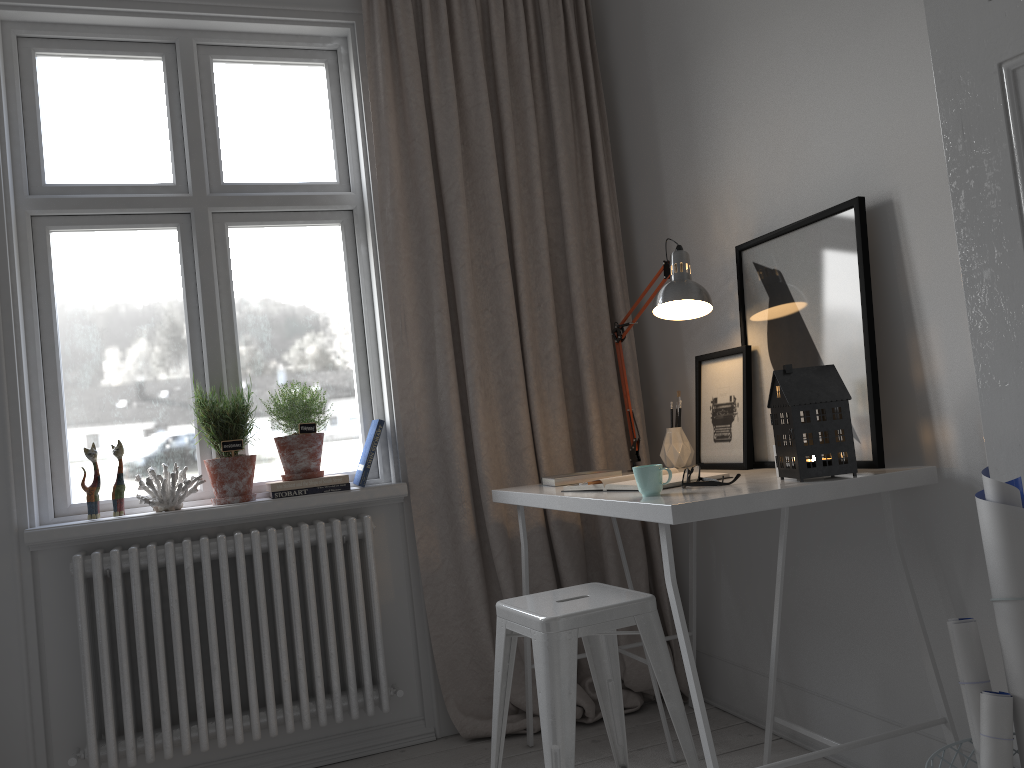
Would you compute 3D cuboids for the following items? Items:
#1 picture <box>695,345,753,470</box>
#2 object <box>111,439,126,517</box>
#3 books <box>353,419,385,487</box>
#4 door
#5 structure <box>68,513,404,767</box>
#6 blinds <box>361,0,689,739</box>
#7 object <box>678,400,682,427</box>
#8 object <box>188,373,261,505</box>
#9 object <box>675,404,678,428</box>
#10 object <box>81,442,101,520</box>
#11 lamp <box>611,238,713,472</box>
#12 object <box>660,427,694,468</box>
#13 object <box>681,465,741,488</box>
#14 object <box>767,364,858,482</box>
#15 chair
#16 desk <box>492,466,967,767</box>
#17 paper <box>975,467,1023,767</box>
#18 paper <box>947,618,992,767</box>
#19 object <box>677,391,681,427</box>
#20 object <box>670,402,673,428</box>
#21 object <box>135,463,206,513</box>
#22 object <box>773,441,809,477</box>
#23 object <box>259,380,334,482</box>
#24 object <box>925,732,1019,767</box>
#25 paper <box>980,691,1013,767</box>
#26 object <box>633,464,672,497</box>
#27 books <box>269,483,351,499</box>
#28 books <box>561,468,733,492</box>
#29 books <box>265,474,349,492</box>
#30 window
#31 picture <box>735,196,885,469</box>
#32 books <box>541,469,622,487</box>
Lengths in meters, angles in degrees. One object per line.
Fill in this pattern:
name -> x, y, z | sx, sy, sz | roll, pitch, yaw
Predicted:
picture -> 0.593, 0.073, 2.500 | 0.062, 0.333, 0.261 | -5, -3, -20
object -> -1.152, 0.275, 2.605 | 0.045, 0.224, 0.052 | -7, -3, 21
books -> -0.462, 0.221, 2.856 | 0.101, 0.211, 0.175 | -5, -3, -16
door -> 0.990, -0.278, 1.356 | 0.034, 2.327, 0.677 | -4, -4, -29
structure -> -0.823, 0.743, 2.658 | 0.935, 0.600, 0.215 | -5, -3, -20
blinds -> 0.026, -0.246, 2.906 | 0.831, 2.680, 0.225 | -5, -3, -20
object -> 0.523, 0.156, 2.778 | 0.008, 0.207, 0.054 | -4, -4, -37
object -> -0.874, 0.159, 2.714 | 0.183, 0.411, 0.199 | -8, -4, 31
object -> 0.519, 0.159, 2.802 | 0.054, 0.207, 0.008 | -4, -4, -33
object -> -1.232, 0.283, 2.597 | 0.045, 0.224, 0.052 | -3, -4, -44
lamp -> 0.407, -0.035, 2.628 | 0.164, 0.745, 0.568 | -5, -3, -24
object -> 0.516, 0.200, 2.786 | 0.101, 0.126, 0.101 | -5, -3, -20
object -> 0.428, 0.209, 2.003 | 0.114, 0.047, 0.132 | -4, -4, -32
object -> 0.641, 0.078, 1.904 | 0.135, 0.248, 0.135 | -6, -3, -4
chair -> 0.176, 0.780, 2.130 | 0.409, 0.527, 0.407 | -5, -3, -25
desk -> 0.462, 0.632, 2.257 | 0.641, 0.776, 1.162 | -5, -3, -20
paper -> 0.839, 0.531, 1.325 | 0.181, 0.794, 0.431 | -8, -3, 23
paper -> 0.796, 0.667, 1.448 | 0.046, 0.547, 0.166 | -6, -3, 4
object -> 0.528, 0.140, 2.791 | 0.028, 0.239, 0.023 | -5, -4, -23
object -> 0.506, 0.160, 2.802 | 0.008, 0.207, 0.054 | -9, -4, 35
object -> -1.023, 0.309, 2.639 | 0.212, 0.149, 0.186 | -6, -3, -11
object -> 0.652, 0.171, 2.024 | 0.078, 0.073, 0.065 | -5, -3, -24
object -> -0.661, 0.140, 2.789 | 0.220, 0.318, 0.210 | -7, -3, 18
object -> 0.835, 0.755, 1.304 | 0.374, 0.351, 0.374 | -5, -3, -18
paper -> 0.770, 0.678, 1.408 | 0.129, 0.361, 0.047 | -4, -4, -31
object -> 0.298, 0.208, 1.903 | 0.064, 0.065, 0.082 | -5, -3, -21
books -> -0.638, 0.334, 2.788 | 0.245, 0.022, 0.156 | -5, -3, -16
books -> 0.318, 0.240, 2.223 | 0.291, 0.029, 0.357 | -4, -4, -34
books -> -0.644, 0.310, 2.782 | 0.246, 0.025, 0.157 | -5, -3, -17
window -> -0.985, -0.377, 2.850 | 1.047, 1.537, 0.079 | -5, -3, -20
picture -> 0.724, -0.098, 2.216 | 0.062, 0.614, 0.493 | -5, -3, -20
books -> 0.204, 0.276, 2.619 | 0.207, 0.024, 0.149 | -5, -3, -13
